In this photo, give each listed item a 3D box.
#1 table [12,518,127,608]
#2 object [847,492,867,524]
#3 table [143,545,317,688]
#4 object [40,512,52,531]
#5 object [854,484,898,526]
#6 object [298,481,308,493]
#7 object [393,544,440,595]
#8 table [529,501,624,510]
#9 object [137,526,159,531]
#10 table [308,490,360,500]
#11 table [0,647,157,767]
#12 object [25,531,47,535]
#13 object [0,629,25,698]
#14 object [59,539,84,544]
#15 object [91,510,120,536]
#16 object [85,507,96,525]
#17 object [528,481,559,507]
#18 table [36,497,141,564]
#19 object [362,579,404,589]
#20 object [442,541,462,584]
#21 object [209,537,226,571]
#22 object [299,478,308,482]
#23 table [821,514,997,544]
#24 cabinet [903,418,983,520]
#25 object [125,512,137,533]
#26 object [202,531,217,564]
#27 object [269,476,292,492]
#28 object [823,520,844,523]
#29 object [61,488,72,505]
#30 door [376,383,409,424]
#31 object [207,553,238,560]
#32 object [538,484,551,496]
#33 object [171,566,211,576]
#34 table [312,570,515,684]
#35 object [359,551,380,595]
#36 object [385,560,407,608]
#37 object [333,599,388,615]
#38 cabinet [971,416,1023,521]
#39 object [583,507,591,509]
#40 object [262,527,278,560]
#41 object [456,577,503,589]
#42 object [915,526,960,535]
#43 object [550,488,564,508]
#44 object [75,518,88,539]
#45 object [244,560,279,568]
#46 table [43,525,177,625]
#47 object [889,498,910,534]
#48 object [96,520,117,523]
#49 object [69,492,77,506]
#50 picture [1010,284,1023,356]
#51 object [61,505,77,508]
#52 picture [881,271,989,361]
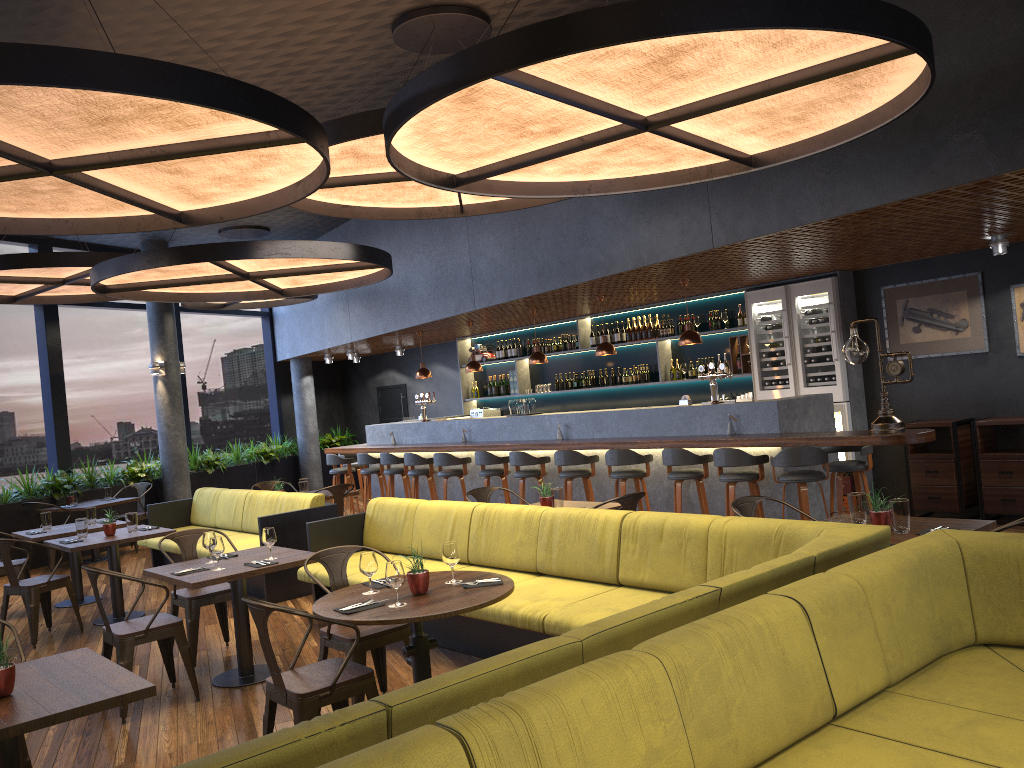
[{"bbox_3d":[-4.464,1.844,9.044,0.906,0.763,0.887,-5,-1,-41],"label":"table"},{"bbox_3d":[2.010,0.726,5.155,0.102,0.178,0.102,-6,-1,35],"label":"object"},{"bbox_3d":[-1.821,1.569,5.922,0.906,0.763,0.887,-5,-1,-41],"label":"table"},{"bbox_3d":[-4.728,1.395,9.007,0.102,0.178,0.102,-6,0,25],"label":"object"},{"bbox_3d":[2.025,0.676,4.919,0.260,0.271,0.238,-5,-1,-39],"label":"object"},{"bbox_3d":[-2.312,1.172,9.844,0.102,0.178,0.102,-6,-1,35],"label":"object"},{"bbox_3d":[-0.469,0.909,4.436,0.238,0.271,0.260,-5,0,-19],"label":"object"},{"bbox_3d":[0.326,1.374,6.984,0.887,0.763,0.906,-5,-1,-41],"label":"table"},{"bbox_3d":[-3.386,1.342,8.260,0.157,0.019,0.255,-5,-1,-41],"label":"object"},{"bbox_3d":[-2.314,1.648,10.035,0.906,0.763,0.887,-5,-1,-41],"label":"table"},{"bbox_3d":[-1.916,1.558,3.344,0.887,0.763,0.906,-5,-1,-41],"label":"table"},{"bbox_3d":[-4.745,1.475,8.834,0.157,0.019,0.255,-5,-1,-41],"label":"object"},{"bbox_3d":[-1.948,1.041,3.348,0.260,0.271,0.238,-5,0,-5],"label":"object"},{"bbox_3d":[-3.909,1.388,7.853,0.157,0.019,0.255,-5,-1,-41],"label":"object"},{"bbox_3d":[-3.647,1.238,8.051,0.238,0.271,0.260,-5,0,-2],"label":"object"},{"bbox_3d":[-4.316,1.356,9.100,0.102,0.178,0.102,-6,0,25],"label":"object"},{"bbox_3d":[0.272,0.858,6.995,0.238,0.271,0.260,-5,0,-19],"label":"object"},{"bbox_3d":[-5.604,1.973,11.834,0.887,0.763,0.906,-6,0,24],"label":"table"},{"bbox_3d":[-0.680,1.061,4.730,0.157,0.019,0.255,-5,-1,-34],"label":"object"},{"bbox_3d":[-0.315,0.931,4.631,0.097,0.206,0.097,-5,0,1],"label":"object"},{"bbox_3d":[-1.894,1.089,5.697,0.097,0.206,0.097,-5,-1,-40],"label":"object"},{"bbox_3d":[-2.405,1.184,10.258,0.102,0.178,0.102,-5,0,-5],"label":"object"},{"bbox_3d":[2.074,1.192,4.933,0.887,0.763,0.906,-5,-1,-41],"label":"table"},{"bbox_3d":[4.397,0.881,9.088,0.473,1.007,0.553,-5,-1,-41],"label":"cabinet"},{"bbox_3d":[-3.480,1.269,8.119,0.102,0.178,0.102,-6,0,15],"label":"object"},{"bbox_3d":[-2.044,1.106,6.004,0.097,0.206,0.097,-6,-1,41],"label":"object"},{"bbox_3d":[-2.591,1.152,9.837,0.238,0.271,0.260,-5,-1,-35],"label":"object"},{"bbox_3d":[1.859,0.821,5.208,0.255,0.019,0.157,-5,-1,-41],"label":"object"},{"bbox_3d":[-5.973,1.489,11.976,0.260,0.271,0.238,-5,-1,-39],"label":"object"},{"bbox_3d":[-2.237,1.046,17.201,0.137,2.056,1.012,-5,-1,-41],"label":"door"},{"bbox_3d":[-2.008,1.198,6.176,0.157,0.019,0.255,-5,-1,-40],"label":"object"},{"bbox_3d":[0.270,0.907,7.219,0.102,0.178,0.102,-5,0,-5],"label":"object"},{"bbox_3d":[-2.056,1.199,5.723,0.255,0.019,0.157,-5,-1,-40],"label":"object"},{"bbox_3d":[-0.454,1.428,4.456,1.007,0.760,1.007,-5,0,-3],"label":"table"},{"bbox_3d":[-0.734,0.970,4.563,0.097,0.206,0.097,-5,0,-16],"label":"object"},{"bbox_3d":[-0.553,0.951,4.224,0.097,0.206,0.097,-5,0,-2],"label":"object"},{"bbox_3d":[-0.715,1.061,4.256,0.255,0.019,0.157,-5,-1,-38],"label":"object"},{"bbox_3d":[4.847,0.835,8.560,0.473,1.007,0.553,-5,-1,-41],"label":"cabinet"},{"bbox_3d":[0.500,0.961,6.753,0.255,0.019,0.157,-5,-1,-41],"label":"object"},{"bbox_3d":[-1.619,1.065,5.924,0.097,0.206,0.097,-6,-1,41],"label":"object"},{"bbox_3d":[-0.174,1.011,4.516,0.255,0.019,0.157,-5,0,-8],"label":"object"},{"bbox_3d":[2.247,0.780,4.702,0.255,0.019,0.157,-5,-1,-41],"label":"object"},{"bbox_3d":[0.351,0.896,6.840,0.102,0.178,0.102,-6,-1,35],"label":"object"},{"bbox_3d":[-3.892,1.308,8.026,0.102,0.178,0.102,-5,-1,-35],"label":"object"},{"bbox_3d":[-1.636,1.160,5.751,0.157,0.019,0.255,-5,-1,-40],"label":"object"},{"bbox_3d":[-3.624,1.757,8.060,0.887,0.763,0.906,-5,-1,-41],"label":"table"},{"bbox_3d":[2.099,0.715,4.790,0.102,0.178,0.102,-6,-1,35],"label":"object"},{"bbox_3d":[-4.222,1.428,9.241,0.157,0.019,0.255,-5,-1,-41],"label":"object"},{"bbox_3d":[-5.796,1.517,11.718,0.102,0.178,0.102,-6,-1,31],"label":"object"},{"bbox_3d":[5.247,-0.653,8.283,0.028,0.697,1.039,-5,-1,-41],"label":"picture"},{"bbox_3d":[-5.811,1.597,11.553,0.255,0.019,0.157,-6,0,25],"label":"object"},{"bbox_3d":[4.396,-0.689,9.269,0.028,0.809,1.039,-5,-1,-41],"label":"picture"}]
